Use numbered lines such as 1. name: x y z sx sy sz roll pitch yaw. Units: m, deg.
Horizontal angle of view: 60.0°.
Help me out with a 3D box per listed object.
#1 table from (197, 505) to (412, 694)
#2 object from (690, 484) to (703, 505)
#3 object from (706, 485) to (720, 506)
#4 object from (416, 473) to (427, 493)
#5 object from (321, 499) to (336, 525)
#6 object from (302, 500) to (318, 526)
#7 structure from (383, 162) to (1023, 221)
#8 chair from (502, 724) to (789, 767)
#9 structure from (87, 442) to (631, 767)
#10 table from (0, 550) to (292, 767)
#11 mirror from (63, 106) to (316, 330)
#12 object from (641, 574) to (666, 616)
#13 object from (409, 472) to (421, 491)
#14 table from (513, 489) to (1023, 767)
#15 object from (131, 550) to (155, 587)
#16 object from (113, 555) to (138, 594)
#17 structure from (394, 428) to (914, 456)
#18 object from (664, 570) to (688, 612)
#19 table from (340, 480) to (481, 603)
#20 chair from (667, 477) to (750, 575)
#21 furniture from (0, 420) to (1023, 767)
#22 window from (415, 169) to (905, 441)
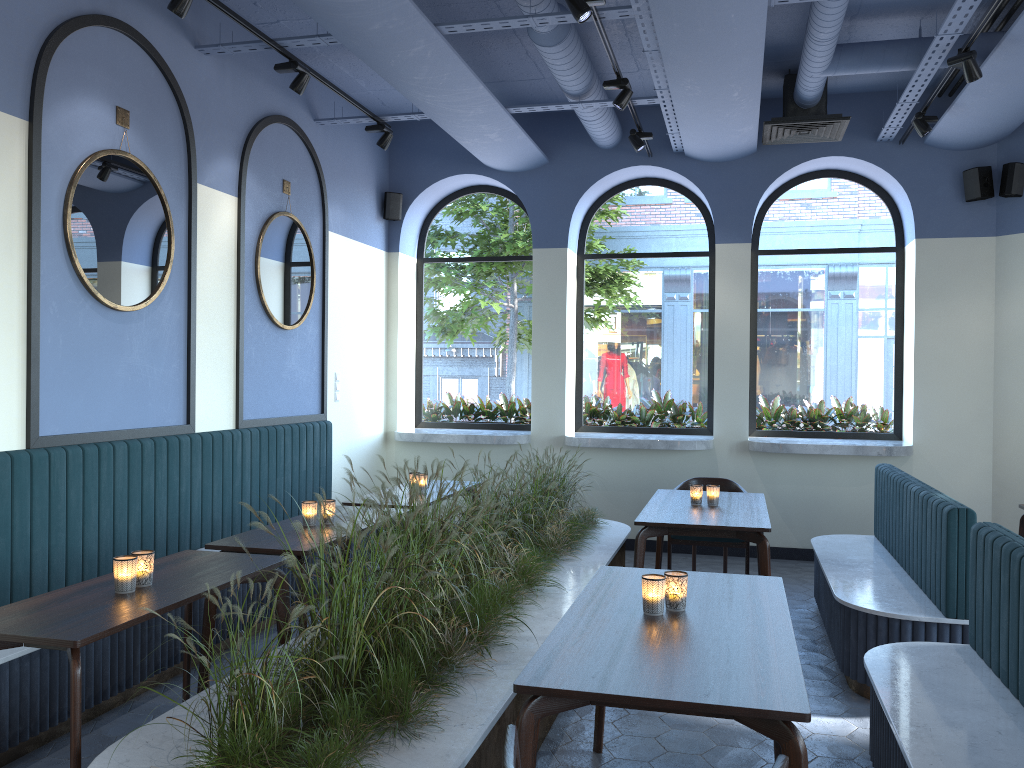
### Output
1. table: -0.971 1.089 4.490 0.548 0.755 1.332 1 0 14
2. object: 1.112 0.669 5.350 0.078 0.120 0.078 1 0 31
3. object: 1.208 0.670 5.330 0.078 0.120 0.078 1 0 31
4. object: -0.588 0.647 5.781 0.078 0.120 0.078 1 0 -3
5. object: -0.938 0.652 4.518 0.078 0.120 0.078 1 0 -3
6. object: -1.019 0.652 4.464 0.078 0.120 0.078 1 0 -3
7. structure: 0.564 -1.587 1.851 7.261 0.268 13.143 1 0 -2
8. chair: 0.236 1.104 1.761 0.618 0.793 0.525 1 0 14
9. structure: -0.166 0.873 4.310 1.143 1.207 4.878 1 0 16
10. table: -1.312 1.095 3.154 0.548 0.755 1.285 1 0 14
11. mirror: -2.077 -0.935 4.793 0.026 1.089 4.357 1 0 14
12. object: 0.455 0.679 2.853 0.078 0.120 0.078 1 0 -3
13. object: -0.643 0.646 5.862 0.078 0.120 0.078 1 0 -3
14. table: 1.996 1.144 1.268 3.997 0.755 9.778 1 0 -2
15. object: -1.315 0.657 3.156 0.078 0.120 0.078 1 0 31
16. object: -1.334 0.658 3.061 0.078 0.120 0.078 1 0 31
17. structure: 3.591 0.566 3.126 4.315 0.080 14.155 0 0 -24
18. object: 0.537 0.680 2.907 0.078 0.120 0.078 1 0 -3
19. table: -0.623 1.083 5.845 0.548 0.755 1.332 1 0 14
20. chair: 1.396 1.085 6.289 0.618 0.793 0.525 1 0 14
21. furniture: 0.163 0.906 4.226 4.703 1.150 4.800 1 0 14
22. window: 3.797 -0.659 3.226 3.897 2.394 14.212 0 0 -25
